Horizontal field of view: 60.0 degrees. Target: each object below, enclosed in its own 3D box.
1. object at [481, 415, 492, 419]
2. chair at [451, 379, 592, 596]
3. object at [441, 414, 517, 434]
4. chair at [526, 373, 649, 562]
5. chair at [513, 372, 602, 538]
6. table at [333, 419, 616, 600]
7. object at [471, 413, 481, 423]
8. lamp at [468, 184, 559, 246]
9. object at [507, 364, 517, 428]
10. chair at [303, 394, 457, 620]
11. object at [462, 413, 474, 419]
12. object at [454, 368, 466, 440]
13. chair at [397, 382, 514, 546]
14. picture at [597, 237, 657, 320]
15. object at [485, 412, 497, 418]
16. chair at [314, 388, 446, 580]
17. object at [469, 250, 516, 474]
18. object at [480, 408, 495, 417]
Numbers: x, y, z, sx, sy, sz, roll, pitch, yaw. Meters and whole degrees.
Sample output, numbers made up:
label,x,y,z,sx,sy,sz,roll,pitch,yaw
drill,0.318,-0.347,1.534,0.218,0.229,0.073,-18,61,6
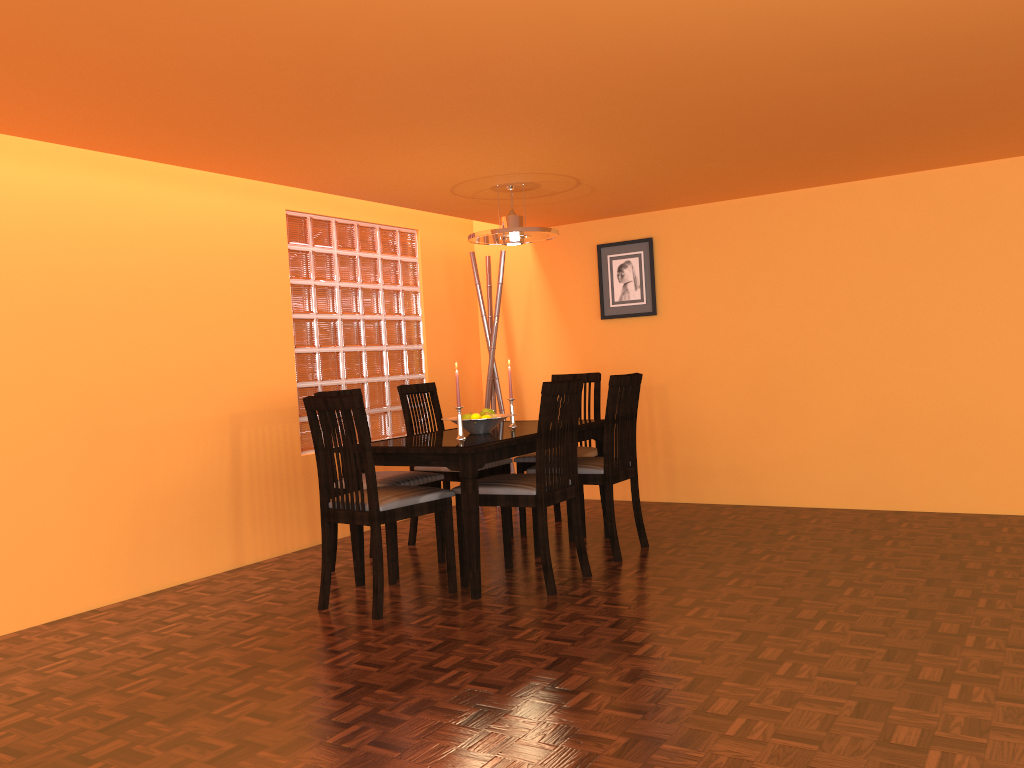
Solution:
label,x,y,z,sx,sy,sz,roll,pitch,yaw
object,-0.113,0.158,3.871,0.055,0.046,0.046,-3,1,-5
chair,0.049,0.396,3.548,0.465,0.809,0.373,-2,2,32
object,-0.145,0.182,3.942,0.337,0.072,0.337,-3,1,-2
chair,0.355,0.366,4.036,0.465,0.809,0.373,-2,2,32
chair,0.276,0.356,4.611,0.373,0.809,0.465,-3,2,27
table,-0.093,0.506,3.978,0.697,0.584,1.259,-2,2,32
object,-0.157,0.150,3.845,0.046,0.046,0.055,-3,1,15
lamp,0.001,-0.801,4.216,0.435,0.274,0.435,-4,2,-36
object,-0.005,0.040,4.177,0.044,0.326,0.044,-3,2,21
chair,-0.507,0.433,3.377,0.373,0.809,0.465,-2,2,37
object,-0.185,0.169,3.934,0.089,0.076,0.087,-2,2,38
object,-0.222,0.066,3.674,0.044,0.326,0.044,-3,2,21
chair,-0.292,0.393,4.445,0.465,0.809,0.373,-2,2,32
picture,0.683,-0.624,5.293,0.361,0.456,0.014,-2,2,32
object,-0.087,0.156,3.928,0.055,0.070,0.066,-3,1,14
chair,-0.598,0.424,3.957,0.465,0.809,0.373,-2,2,32
object,-0.105,-0.032,5.528,0.226,1.589,0.308,-4,2,-36
object,-0.110,0.142,4.003,0.069,0.066,0.069,-2,2,42
